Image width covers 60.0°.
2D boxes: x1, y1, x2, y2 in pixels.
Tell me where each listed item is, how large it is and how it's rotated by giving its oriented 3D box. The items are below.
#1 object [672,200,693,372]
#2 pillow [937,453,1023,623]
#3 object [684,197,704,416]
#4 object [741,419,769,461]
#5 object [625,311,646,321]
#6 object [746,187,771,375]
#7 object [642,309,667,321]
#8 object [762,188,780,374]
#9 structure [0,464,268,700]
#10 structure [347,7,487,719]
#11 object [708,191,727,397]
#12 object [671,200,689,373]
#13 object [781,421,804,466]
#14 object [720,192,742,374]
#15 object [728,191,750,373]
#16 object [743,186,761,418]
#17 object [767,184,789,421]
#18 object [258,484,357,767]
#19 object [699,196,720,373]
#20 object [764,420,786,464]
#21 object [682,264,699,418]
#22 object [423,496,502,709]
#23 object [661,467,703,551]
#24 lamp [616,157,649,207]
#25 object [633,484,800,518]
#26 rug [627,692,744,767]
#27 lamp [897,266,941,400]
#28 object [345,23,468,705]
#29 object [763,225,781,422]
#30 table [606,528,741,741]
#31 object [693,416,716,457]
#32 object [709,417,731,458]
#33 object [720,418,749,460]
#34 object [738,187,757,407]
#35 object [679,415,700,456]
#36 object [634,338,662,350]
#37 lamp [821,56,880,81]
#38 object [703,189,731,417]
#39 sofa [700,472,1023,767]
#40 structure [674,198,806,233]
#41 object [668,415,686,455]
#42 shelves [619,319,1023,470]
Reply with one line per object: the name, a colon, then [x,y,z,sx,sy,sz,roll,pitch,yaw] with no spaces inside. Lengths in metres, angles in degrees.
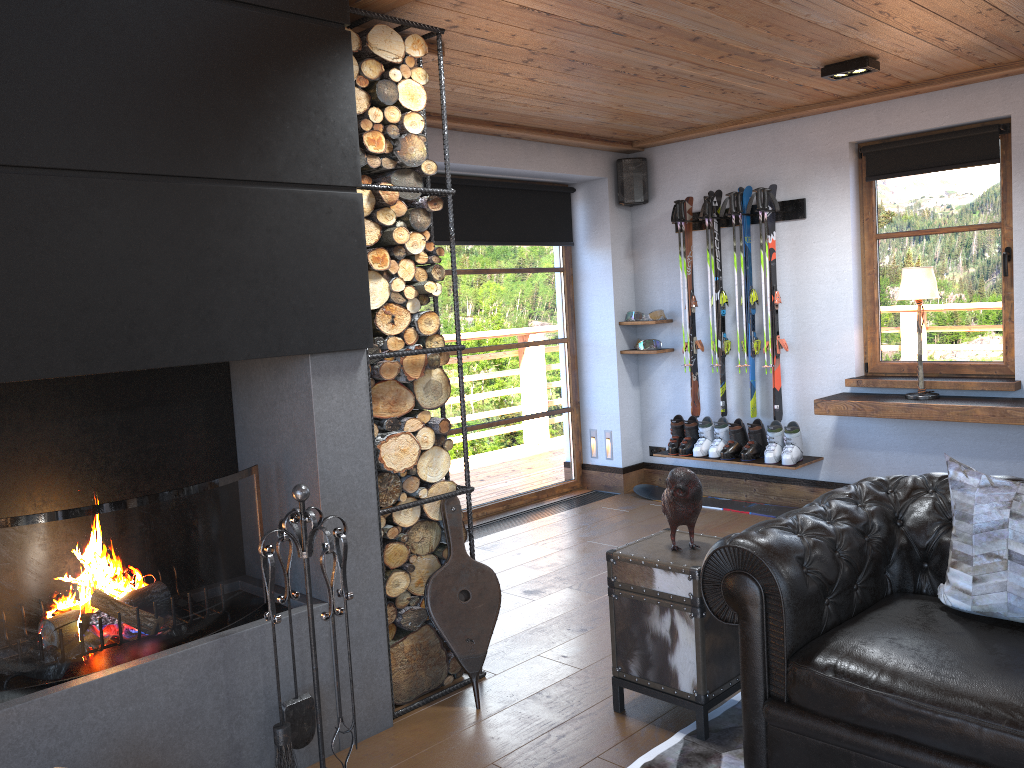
object: [1.239,-0.706,6.461,0.120,1.248,0.059,-1,5,27]
pillow: [1.574,0.468,2.695,0.287,0.468,0.522,-8,7,-42]
object: [1.346,-0.558,6.468,0.094,1.605,0.117,1,6,45]
object: [1.675,0.379,6.144,0.254,0.270,0.115,-6,5,-30]
object: [0.968,-0.530,6.894,0.187,0.084,0.162,2,7,44]
object: [1.650,-0.682,5.941,0.120,1.248,0.059,-2,5,12]
object: [1.093,-0.526,6.770,0.158,0.084,0.192,2,7,44]
object: [1.754,-0.691,5.967,0.121,1.248,0.059,-3,5,7]
structure: [-1.173,0.595,2.751,0.181,0.514,0.995,1,7,45]
structure: [-0.537,-0.069,3.563,0.506,2.614,0.508,1,6,45]
object: [1.469,-0.574,6.394,0.072,1.620,0.113,1,6,45]
object: [1.212,-0.698,6.383,0.058,1.248,0.122,-1,5,27]
object: [1.862,0.389,5.919,0.115,0.270,0.255,1,6,40]
object: [1.511,-0.689,6.098,0.121,1.248,0.059,-3,5,2]
object: [1.567,-0.695,6.135,0.120,1.248,0.059,-1,5,27]
object: [1.692,-0.569,6.201,0.072,1.620,0.113,1,6,45]
object: [1.816,-0.542,6.002,0.094,1.605,0.117,1,6,45]
object: [-0.625,0.814,2.783,0.307,1.016,0.308,-3,5,0]
object: [1.403,-0.701,6.298,0.120,1.248,0.059,-1,5,27]
object: [1.773,0.386,6.007,0.115,0.270,0.255,1,6,40]
object: [1.287,-0.547,6.545,0.094,1.605,0.117,1,6,45]
object: [-0.198,0.842,3.486,0.261,0.794,0.270,-1,5,28]
object: [0.622,0.445,3.217,0.150,0.318,0.248,-4,5,-4]
lamp: [0.921,-1.548,6.796,0.211,0.349,0.216,1,7,45]
object: [1.546,0.838,6.343,1.605,0.065,0.312,2,7,45]
rug: [1.962,1.246,1.674,2.463,0.053,3.996,-8,7,-44]
lamp: [2.628,0.014,5.517,0.640,1.480,0.243,-8,6,-41]
object: [-0.548,-0.062,3.565,0.461,2.609,0.500,1,6,45]
object: [1.757,-0.531,6.079,0.094,1.605,0.117,1,6,45]
table: [0.640,0.897,3.277,0.412,0.609,0.411,1,7,45]
object: [1.385,0.373,6.391,0.255,0.270,0.115,-7,6,-40]
object: [1.480,0.374,6.317,0.255,0.270,0.115,-7,6,-40]
object: [1.557,0.379,6.215,0.254,0.270,0.115,-6,5,-25]
object: [1.647,-0.572,6.261,0.072,1.620,0.113,1,6,45]
object: [1.298,0.370,6.477,0.255,0.270,0.115,-7,6,-40]
object: [1.038,-0.311,6.854,0.189,0.084,0.350,-4,5,-9]
lamp: [1.787,-1.671,4.684,0.258,0.068,0.157,2,7,45]
object: [1.457,-0.564,6.291,0.102,1.620,0.257,1,6,41]
sofa: [1.896,0.794,2.348,2.535,0.837,1.255,2,7,44]
structure: [1.508,-1.177,6.216,1.038,0.134,0.323,2,7,45]
object: [1.217,0.367,6.561,0.115,0.270,0.255,0,6,35]
shelves: [3.253,0.078,4.669,0.620,0.987,6.564,-8,7,-44]
